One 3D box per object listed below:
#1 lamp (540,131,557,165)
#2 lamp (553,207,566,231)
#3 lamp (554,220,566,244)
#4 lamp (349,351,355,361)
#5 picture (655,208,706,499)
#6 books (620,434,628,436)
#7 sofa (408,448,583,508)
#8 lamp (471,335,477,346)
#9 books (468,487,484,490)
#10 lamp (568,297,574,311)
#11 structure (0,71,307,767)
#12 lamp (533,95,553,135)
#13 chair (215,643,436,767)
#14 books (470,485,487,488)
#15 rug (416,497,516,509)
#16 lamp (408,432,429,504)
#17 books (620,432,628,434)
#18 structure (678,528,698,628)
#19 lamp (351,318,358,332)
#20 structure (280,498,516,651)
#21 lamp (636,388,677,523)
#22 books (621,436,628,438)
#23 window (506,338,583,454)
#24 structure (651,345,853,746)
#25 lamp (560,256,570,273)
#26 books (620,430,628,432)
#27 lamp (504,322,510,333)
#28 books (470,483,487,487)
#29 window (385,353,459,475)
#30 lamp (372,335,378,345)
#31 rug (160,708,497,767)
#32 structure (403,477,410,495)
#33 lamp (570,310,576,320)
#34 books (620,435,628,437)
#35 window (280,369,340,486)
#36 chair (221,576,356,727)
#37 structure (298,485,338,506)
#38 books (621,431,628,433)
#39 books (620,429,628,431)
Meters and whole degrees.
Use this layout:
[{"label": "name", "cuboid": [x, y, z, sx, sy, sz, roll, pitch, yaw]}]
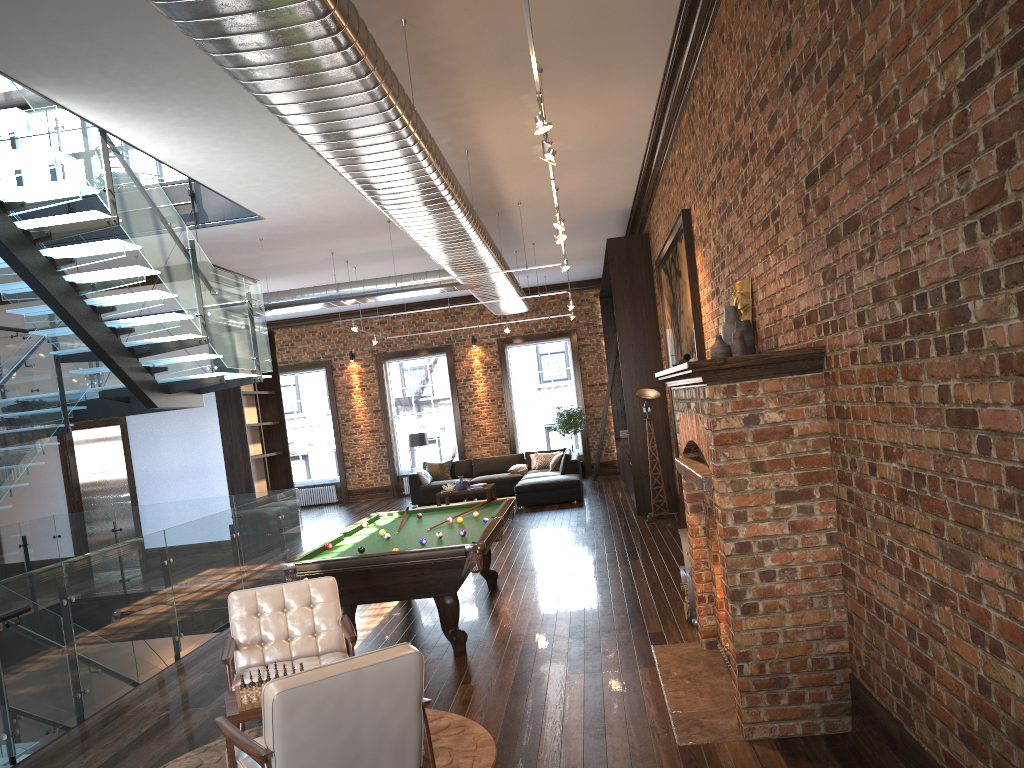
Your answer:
[{"label": "lamp", "cuboid": [0.230, -1.555, 5.864, 0.113, 0.231, 0.113, -8, 3, -21]}, {"label": "lamp", "cuboid": [0.423, -1.520, 8.126, 0.114, 0.231, 0.113, -5, 3, 34]}, {"label": "lamp", "cuboid": [0.477, -1.510, 8.788, 0.113, 0.231, 0.113, -7, 3, -16]}, {"label": "lamp", "cuboid": [-3.706, -0.646, 20.500, 0.126, 0.237, 0.154, -7, 2, 5]}, {"label": "picture", "cuboid": [1.904, -0.087, 9.811, 0.080, 3.012, 3.190, -6, 1, 5]}, {"label": "books", "cuboid": [2.529, 1.140, 19.944, 0.200, 0.019, 0.254, -7, -1, 7]}, {"label": "sofa", "cuboid": [-0.403, 1.881, 17.243, 3.503, 0.807, 3.440, -7, -1, 5]}, {"label": "lamp", "cuboid": [-0.870, -0.987, 20.239, 0.126, 0.237, 0.154, -7, 2, 5]}, {"label": "books", "cuboid": [-0.674, 1.937, 16.422, 0.261, 0.024, 0.205, -6, -1, -18]}, {"label": "lamp", "cuboid": [1.031, -1.405, 15.502, 0.113, 0.231, 0.114, -8, 3, -19]}, {"label": "structure", "cuboid": [-4.605, 0.760, 7.593, 3.579, 14.552, 7.013, -6, 2, 5]}, {"label": "lamp", "cuboid": [0.172, -1.574, 5.178, 0.116, 0.213, 0.118, -9, 3, -44]}, {"label": "chair", "cuboid": [-0.796, 1.562, 3.815, 0.764, 0.869, 0.743, -8, 2, -35]}, {"label": "books", "cuboid": [-0.628, 1.939, 16.766, 0.206, 0.024, 0.260, -8, -2, 39]}, {"label": "rug", "cuboid": [-0.982, 2.339, 16.662, 2.023, 0.003, 2.108, -7, -1, 5]}, {"label": "lamp", "cuboid": [-1.992, 1.771, 18.560, 0.689, 1.472, 0.416, -5, 3, 35]}, {"label": "books", "cuboid": [2.527, 1.096, 19.941, 0.205, 0.015, 0.264, -7, -1, 3]}, {"label": "structure", "cuboid": [1.541, 1.325, 6.677, 0.538, 0.923, 0.923, -7, 1, 5]}, {"label": "lamp", "cuboid": [-2.658, -0.985, 14.909, 0.114, 0.231, 0.113, -6, 3, 26]}, {"label": "structure", "cuboid": [-0.795, 1.672, 7.920, 1.554, 0.854, 2.948, -7, -1, 5]}, {"label": "lamp", "cuboid": [1.974, 0.963, 12.188, 0.425, 1.834, 0.503, -6, 3, 10]}, {"label": "books", "cuboid": [2.542, 1.183, 19.946, 0.210, 0.012, 0.271, -7, -1, 2]}, {"label": "window", "cuboid": [0.760, 0.384, 20.598, 1.521, 2.764, 0.154, -6, 3, 5]}, {"label": "structure", "cuboid": [1.229, 0.836, 5.241, 0.888, 1.914, 1.992, -6, 1, 5]}, {"label": "lamp", "cuboid": [0.648, -1.478, 10.841, 0.114, 0.231, 0.113, -6, 3, 19]}, {"label": "books", "cuboid": [2.521, 1.049, 19.939, 0.200, 0.020, 0.211, -7, -1, 9]}, {"label": "lamp", "cuboid": [-0.107, -1.190, 18.681, 0.113, 0.231, 0.114, -8, 3, -26]}, {"label": "books", "cuboid": [-0.630, 1.913, 16.757, 0.206, 0.028, 0.260, -8, -2, 37]}, {"label": "window", "cuboid": [-2.072, 0.724, 20.859, 1.521, 2.764, 0.154, -6, 3, 5]}, {"label": "lamp", "cuboid": [-2.760, -0.898, 17.860, 0.113, 0.231, 0.114, -9, 3, -44]}, {"label": "rug", "cuboid": [-1.058, 2.037, 4.621, 1.972, 0.015, 1.964, -7, -1, 7]}, {"label": "structure", "cuboid": [-1.909, 2.312, 20.676, 1.302, 0.397, 0.215, -7, 2, 5]}, {"label": "lamp", "cuboid": [1.199, -1.374, 17.497, 0.114, 0.231, 0.113, -4, 3, 44]}, {"label": "books", "cuboid": [2.524, 1.163, 19.946, 0.170, 0.009, 0.253, -7, -1, 10]}, {"label": "window", "cuboid": [-4.901, 1.064, 21.119, 1.521, 2.764, 0.154, -6, 3, 5]}, {"label": "chair", "cuboid": [-1.310, 1.660, 5.291, 0.766, 0.869, 0.741, -7, 1, -15]}, {"label": "structure", "cuboid": [-4.736, 2.652, 20.936, 1.302, 0.397, 0.215, -7, 2, 5]}, {"label": "books", "cuboid": [2.515, 1.083, 19.941, 0.186, 0.013, 0.271, -7, -1, 7]}, {"label": "books", "cuboid": [2.510, 1.036, 19.939, 0.184, 0.008, 0.304, -7, -1, 7]}]
